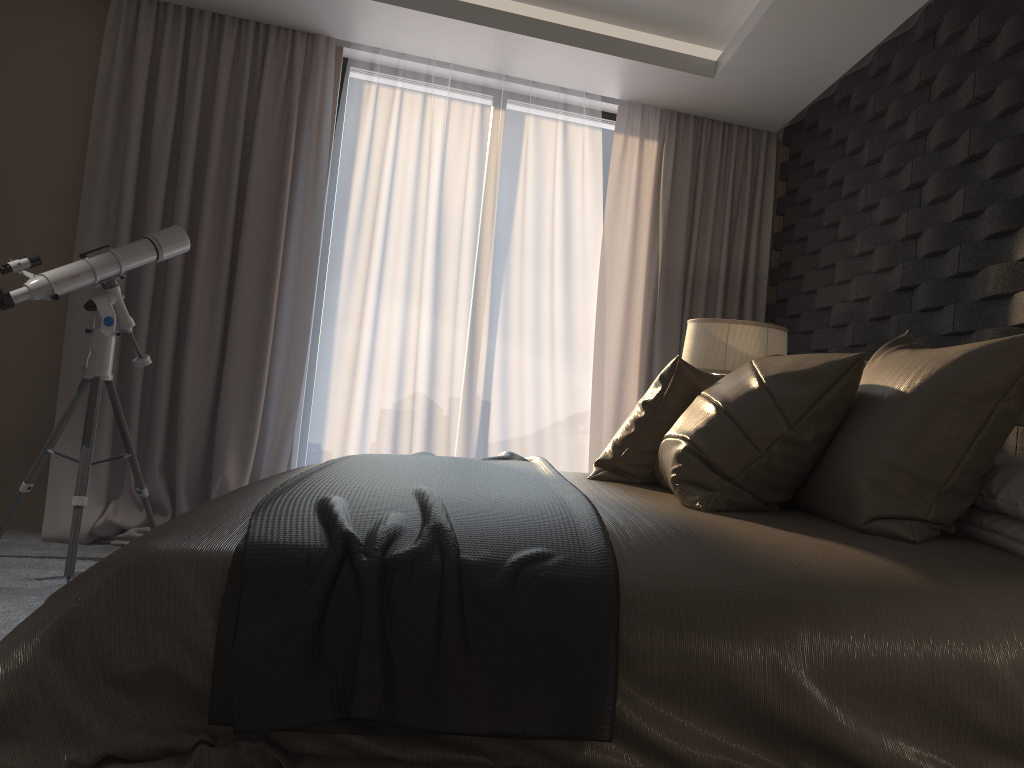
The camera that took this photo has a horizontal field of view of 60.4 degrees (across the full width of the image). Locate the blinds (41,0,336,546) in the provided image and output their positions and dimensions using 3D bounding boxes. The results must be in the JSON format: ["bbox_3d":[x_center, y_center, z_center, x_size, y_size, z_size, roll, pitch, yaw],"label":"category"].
[{"bbox_3d":[-1.448,-0.576,4.028,1.081,2.643,0.347,7,-2,-16],"label":"blinds"}]

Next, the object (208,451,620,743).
[{"bbox_3d":[-0.189,0.355,2.190,0.626,0.322,2.025,6,-1,-3],"label":"object"}]

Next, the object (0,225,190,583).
[{"bbox_3d":[-1.661,0.009,3.405,0.634,1.407,0.579,6,-2,-13],"label":"object"}]

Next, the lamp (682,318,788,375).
[{"bbox_3d":[0.941,0.060,3.789,0.446,0.631,0.485,5,-2,27],"label":"lamp"}]

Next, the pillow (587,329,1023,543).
[{"bbox_3d":[0.695,0.066,2.363,0.908,0.519,1.246,6,-1,-3],"label":"pillow"}]

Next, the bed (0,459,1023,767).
[{"bbox_3d":[0.247,0.579,2.248,2.323,0.624,2.262,6,-1,-5],"label":"bed"}]

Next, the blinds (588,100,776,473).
[{"bbox_3d":[0.959,-0.325,4.796,1.032,2.642,0.329,7,-2,-16],"label":"blinds"}]
